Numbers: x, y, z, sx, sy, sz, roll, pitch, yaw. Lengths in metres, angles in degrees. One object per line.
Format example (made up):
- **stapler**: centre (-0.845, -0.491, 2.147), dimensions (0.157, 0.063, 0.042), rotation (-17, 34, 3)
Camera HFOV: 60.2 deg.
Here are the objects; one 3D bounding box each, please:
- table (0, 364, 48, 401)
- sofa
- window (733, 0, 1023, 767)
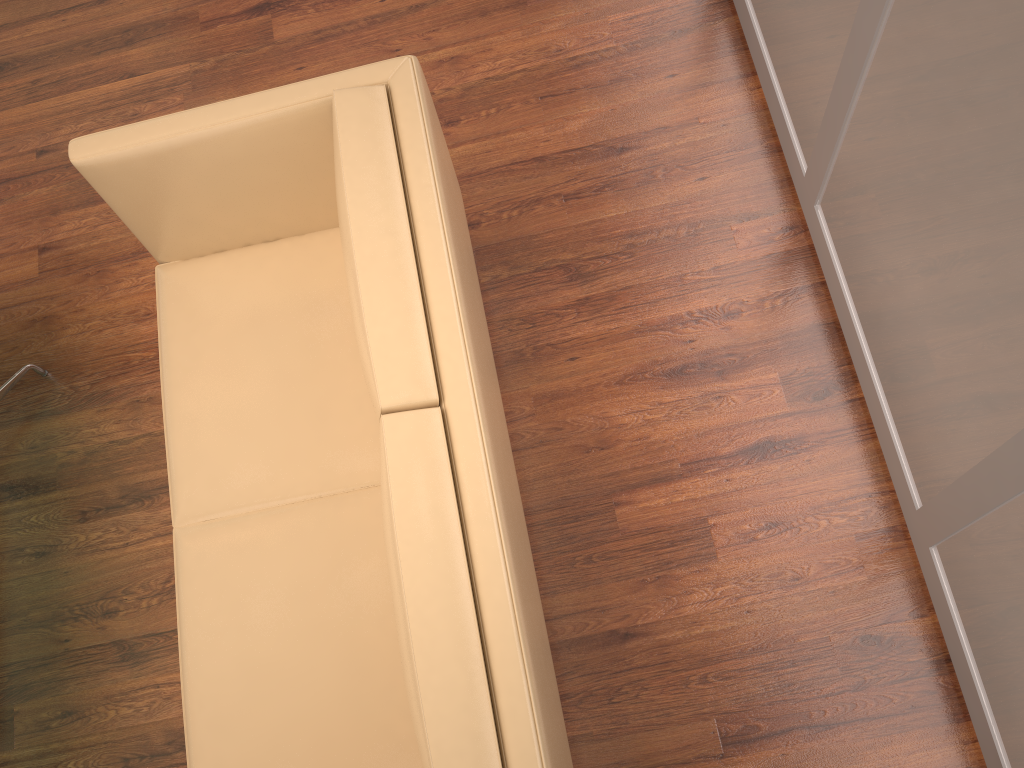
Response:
- **table**: centre (-1.675, 0.583, 2.395), dimensions (0.941, 0.575, 1.820), rotation (-12, 71, 4)
- **sofa**: centre (-0.441, 0.264, 2.167), dimensions (0.880, 0.860, 1.752), rotation (-12, 71, 3)
- **window**: centre (0.291, -2.982, 1.705), dimensions (0.062, 3.367, 8.327), rotation (-12, 71, 3)
